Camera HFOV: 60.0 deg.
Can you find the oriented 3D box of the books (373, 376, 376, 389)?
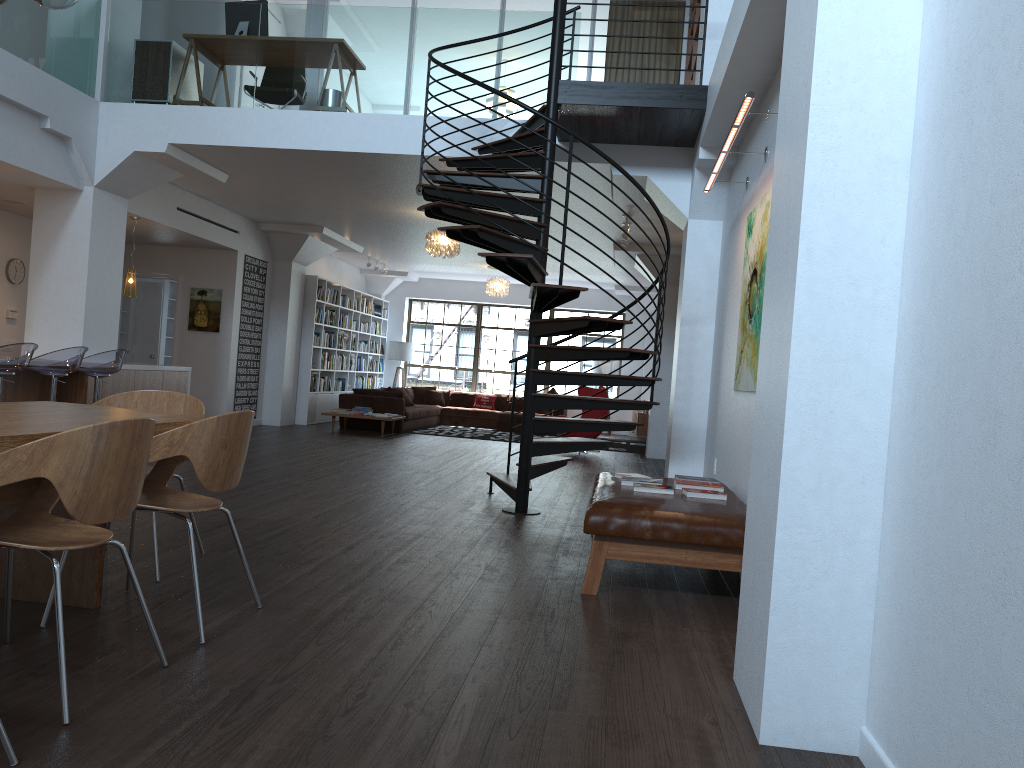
[{"bbox_3d":[-2.897,-0.021,18.261,0.176,0.290,0.053,4,1,7],"label":"books"}]

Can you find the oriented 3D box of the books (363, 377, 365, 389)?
[{"bbox_3d":[-2.991,-0.005,17.423,0.180,0.259,0.060,4,1,6],"label":"books"}]

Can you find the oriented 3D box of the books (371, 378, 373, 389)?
[{"bbox_3d":[-2.927,0.000,17.993,0.189,0.247,0.057,4,1,7],"label":"books"}]

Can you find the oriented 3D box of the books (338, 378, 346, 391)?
[{"bbox_3d":[-3.131,0.009,16.261,0.140,0.231,0.042,4,1,7],"label":"books"}]

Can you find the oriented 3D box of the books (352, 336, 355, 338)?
[{"bbox_3d":[-3.043,-0.889,16.492,0.223,0.031,0.161,4,1,7],"label":"books"}]

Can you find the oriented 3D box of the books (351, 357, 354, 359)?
[{"bbox_3d":[-3.050,-0.492,16.589,0.161,0.026,0.223,4,1,-4],"label":"books"}]

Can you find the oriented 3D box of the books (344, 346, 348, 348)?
[{"bbox_3d":[-3.104,-0.684,16.144,0.160,0.039,0.251,5,1,12],"label":"books"}]

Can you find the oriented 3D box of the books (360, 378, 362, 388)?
[{"bbox_3d":[-3.015,-0.002,17.179,0.183,0.253,0.034,4,1,6],"label":"books"}]

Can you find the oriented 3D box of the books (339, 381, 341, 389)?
[{"bbox_3d":[-3.156,0.036,16.007,0.128,0.178,0.021,4,1,7],"label":"books"}]

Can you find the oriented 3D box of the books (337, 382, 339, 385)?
[{"bbox_3d":[-3.169,0.042,15.879,0.120,0.167,0.020,4,1,7],"label":"books"}]

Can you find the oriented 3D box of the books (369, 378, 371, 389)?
[{"bbox_3d":[-2.937,-0.003,17.873,0.183,0.253,0.037,4,1,7],"label":"books"}]

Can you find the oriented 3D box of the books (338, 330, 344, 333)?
[{"bbox_3d":[-3.114,-0.935,15.735,0.223,0.027,0.161,5,1,16],"label":"books"}]

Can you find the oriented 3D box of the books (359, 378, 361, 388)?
[{"bbox_3d":[-3.022,-0.002,17.147,0.183,0.253,0.034,4,1,6],"label":"books"}]

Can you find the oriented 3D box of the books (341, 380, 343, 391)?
[{"bbox_3d":[-3.144,0.024,16.095,0.146,0.202,0.027,4,1,7],"label":"books"}]

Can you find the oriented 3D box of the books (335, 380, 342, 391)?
[{"bbox_3d":[-3.154,0.029,16.036,0.139,0.191,0.036,4,1,7],"label":"books"}]

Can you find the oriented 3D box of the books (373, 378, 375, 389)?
[{"bbox_3d":[-2.906,0.001,18.179,0.171,0.246,0.057,4,1,7],"label":"books"}]

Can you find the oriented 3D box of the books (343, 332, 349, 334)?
[{"bbox_3d":[-3.078,-0.934,16.164,0.129,0.043,0.185,5,1,21],"label":"books"}]

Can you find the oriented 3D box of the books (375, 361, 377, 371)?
[{"bbox_3d":[-2.871,-0.366,18.214,0.168,0.228,0.139,4,1,7],"label":"books"}]

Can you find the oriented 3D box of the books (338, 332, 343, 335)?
[{"bbox_3d":[-3.122,-0.900,15.758,0.174,0.045,0.240,4,1,6],"label":"books"}]

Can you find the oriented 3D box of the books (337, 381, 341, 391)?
[{"bbox_3d":[-3.159,0.039,15.980,0.126,0.173,0.032,4,1,7],"label":"books"}]

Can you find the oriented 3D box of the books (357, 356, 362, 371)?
[{"bbox_3d":[-3.001,-0.397,17.142,0.197,0.290,0.136,4,1,7],"label":"books"}]

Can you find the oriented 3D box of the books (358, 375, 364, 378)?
[{"bbox_3d":[-2.997,-0.021,17.375,0.176,0.290,0.036,4,1,6],"label":"books"}]

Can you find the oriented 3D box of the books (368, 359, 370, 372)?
[{"bbox_3d":[-2.925,-0.379,17.698,0.174,0.251,0.051,4,1,7],"label":"books"}]

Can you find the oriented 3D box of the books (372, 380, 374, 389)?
[{"bbox_3d":[-2.905,0.021,18.088,0.144,0.207,0.048,4,1,7],"label":"books"}]

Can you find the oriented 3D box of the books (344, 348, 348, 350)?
[{"bbox_3d":[-3.104,-0.645,16.146,0.171,0.039,0.246,4,1,7],"label":"books"}]

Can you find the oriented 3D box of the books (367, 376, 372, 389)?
[{"bbox_3d":[-2.945,-0.019,17.933,0.198,0.284,0.066,4,1,7],"label":"books"}]

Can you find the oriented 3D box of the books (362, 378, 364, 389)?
[{"bbox_3d":[-2.994,-0.001,17.339,0.183,0.253,0.034,4,1,6],"label":"books"}]

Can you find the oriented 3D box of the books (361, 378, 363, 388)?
[{"bbox_3d":[-3.010,0.004,17.302,0.174,0.240,0.045,4,1,6],"label":"books"}]

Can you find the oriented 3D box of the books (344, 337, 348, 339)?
[{"bbox_3d":[-3.099,-0.847,16.155,0.161,0.033,0.223,4,1,7],"label":"books"}]

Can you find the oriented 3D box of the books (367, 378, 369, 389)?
[{"bbox_3d":[-2.962,-0.003,17.694,0.183,0.253,0.036,4,1,7],"label":"books"}]

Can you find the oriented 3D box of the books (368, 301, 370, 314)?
[{"bbox_3d":[-2.884,-1.497,17.338,0.183,0.253,0.034,4,1,7],"label":"books"}]

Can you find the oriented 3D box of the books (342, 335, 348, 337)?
[{"bbox_3d":[-3.109,-0.877,16.180,0.223,0.027,0.161,4,1,-4],"label":"books"}]

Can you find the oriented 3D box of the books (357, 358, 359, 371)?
[{"bbox_3d":[-3.013,-0.374,16.951,0.174,0.243,0.085,4,1,7],"label":"books"}]

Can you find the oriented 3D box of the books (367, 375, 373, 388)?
[{"bbox_3d":[-2.901,-0.023,18.041,0.140,0.298,0.044,4,1,7],"label":"books"}]

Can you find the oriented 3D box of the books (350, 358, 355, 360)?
[{"bbox_3d":[-3.074,-0.466,16.606,0.223,0.032,0.161,4,1,7],"label":"books"}]

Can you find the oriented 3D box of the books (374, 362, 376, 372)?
[{"bbox_3d":[-2.875,-0.355,18.127,0.161,0.221,0.035,4,1,6],"label":"books"}]

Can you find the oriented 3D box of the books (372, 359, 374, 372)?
[{"bbox_3d":[-2.896,-0.379,17.991,0.183,0.253,0.042,4,1,7],"label":"books"}]

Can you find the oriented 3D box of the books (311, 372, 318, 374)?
[{"bbox_3d":[-3.317,-0.186,14.521,0.223,0.027,0.161,5,1,16],"label":"books"}]

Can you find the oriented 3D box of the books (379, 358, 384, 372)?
[{"bbox_3d":[-2.805,-0.396,18.692,0.176,0.290,0.053,4,1,7],"label":"books"}]

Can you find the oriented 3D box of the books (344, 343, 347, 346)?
[{"bbox_3d":[-3.126,-0.726,16.142,0.180,0.042,0.259,4,1,7],"label":"books"}]

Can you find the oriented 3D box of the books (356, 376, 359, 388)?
[{"bbox_3d":[-3.048,-0.018,16.995,0.198,0.284,0.066,4,1,6],"label":"books"}]

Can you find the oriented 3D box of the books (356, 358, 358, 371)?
[{"bbox_3d":[-3.026,-0.380,16.850,0.182,0.255,0.077,4,1,7],"label":"books"}]

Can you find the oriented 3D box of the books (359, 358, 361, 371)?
[{"bbox_3d":[-2.998,-0.377,17.037,0.182,0.253,0.098,4,1,7],"label":"books"}]

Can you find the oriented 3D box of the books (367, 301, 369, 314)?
[{"bbox_3d":[-2.892,-1.498,17.305,0.183,0.253,0.034,4,1,7],"label":"books"}]

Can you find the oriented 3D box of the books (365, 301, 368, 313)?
[{"bbox_3d":[-2.900,-1.494,17.223,0.171,0.246,0.057,4,1,7],"label":"books"}]

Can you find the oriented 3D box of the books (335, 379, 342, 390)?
[{"bbox_3d":[-3.155,0.023,16.069,0.146,0.202,0.027,4,1,7],"label":"books"}]

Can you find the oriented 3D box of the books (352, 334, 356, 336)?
[{"bbox_3d":[-3.040,-0.919,16.500,0.224,0.030,0.161,5,1,17],"label":"books"}]

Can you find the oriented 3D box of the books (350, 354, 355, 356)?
[{"bbox_3d":[-3.057,-0.550,16.591,0.185,0.041,0.129,5,1,21],"label":"books"}]

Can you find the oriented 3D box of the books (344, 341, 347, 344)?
[{"bbox_3d":[-3.107,-0.769,16.154,0.168,0.045,0.231,4,1,2],"label":"books"}]

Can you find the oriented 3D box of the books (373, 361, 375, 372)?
[{"bbox_3d":[-2.884,-0.364,18.056,0.161,0.223,0.032,4,1,7],"label":"books"}]

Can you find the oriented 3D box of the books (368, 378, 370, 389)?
[{"bbox_3d":[-2.954,-0.003,17.764,0.183,0.253,0.036,4,1,7],"label":"books"}]

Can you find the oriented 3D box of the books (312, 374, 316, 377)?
[{"bbox_3d":[-3.325,-0.150,14.544,0.174,0.045,0.240,4,1,-4],"label":"books"}]

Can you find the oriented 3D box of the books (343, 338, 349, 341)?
[{"bbox_3d":[-3.096,-0.810,16.148,0.183,0.042,0.253,4,1,7],"label":"books"}]

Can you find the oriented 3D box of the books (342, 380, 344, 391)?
[{"bbox_3d":[-3.138,0.024,16.177,0.146,0.202,0.027,4,1,7],"label":"books"}]

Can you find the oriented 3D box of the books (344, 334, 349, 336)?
[{"bbox_3d":[-3.087,-0.901,16.169,0.144,0.024,0.208,5,1,12],"label":"books"}]
